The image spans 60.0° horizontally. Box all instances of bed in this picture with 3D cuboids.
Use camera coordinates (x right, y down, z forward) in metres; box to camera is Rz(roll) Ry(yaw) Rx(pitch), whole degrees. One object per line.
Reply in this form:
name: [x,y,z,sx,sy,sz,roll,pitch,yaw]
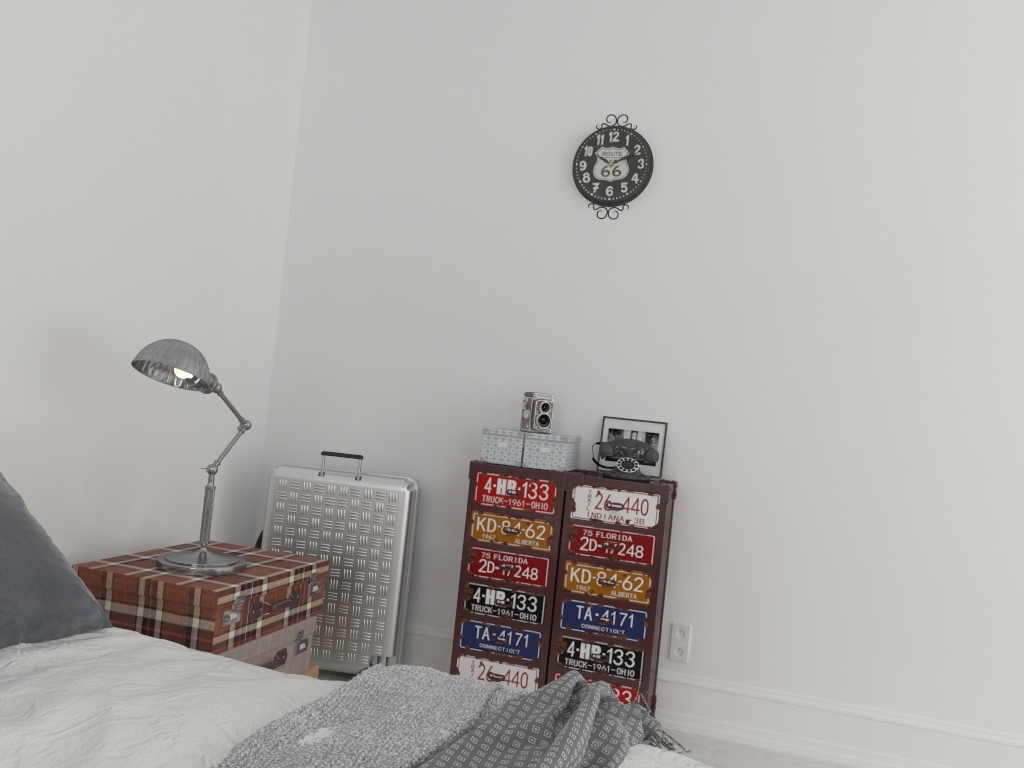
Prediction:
bed: [-0.702,0.656,1.106,2.473,0.926,2.217,5,-1,17]

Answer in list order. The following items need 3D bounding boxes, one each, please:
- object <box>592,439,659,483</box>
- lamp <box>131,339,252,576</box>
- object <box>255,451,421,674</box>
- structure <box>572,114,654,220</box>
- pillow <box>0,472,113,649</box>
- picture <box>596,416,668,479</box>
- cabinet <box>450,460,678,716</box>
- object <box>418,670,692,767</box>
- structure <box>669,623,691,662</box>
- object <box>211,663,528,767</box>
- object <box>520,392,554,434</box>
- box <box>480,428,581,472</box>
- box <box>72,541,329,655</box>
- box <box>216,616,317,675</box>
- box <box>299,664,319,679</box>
object: [0.423,0.282,3.336,0.181,0.155,0.216,7,-2,-44]
lamp: [-0.967,0.225,2.720,0.269,0.699,0.488,5,-1,17]
object: [-0.730,0.724,3.604,0.647,0.902,0.208,6,-1,7]
structure: [0.398,-0.873,3.541,0.330,0.427,0.043,5,-1,17]
pillow: [-1.237,0.375,1.754,0.405,0.339,0.842,5,-1,17]
picture: [0.468,0.246,3.461,0.254,0.218,0.037,5,-1,17]
cabinet: [0.189,0.797,3.367,0.762,0.942,0.281,5,-1,17]
object: [-0.086,0.726,0.929,0.536,0.377,2.154,5,-1,19]
structure: [0.640,0.987,3.384,0.070,0.140,0.009,5,-1,17]
object: [-0.457,0.795,1.014,0.521,0.500,2.236,5,-1,20]
object: [0.107,0.112,3.440,0.121,0.157,0.117,6,-1,-24]
box: [0.075,0.253,3.437,0.332,0.131,0.242,5,-1,17]
box: [-0.974,0.672,2.874,0.537,0.185,0.647,5,-1,17]
box: [-1.004,0.853,2.814,0.537,0.185,0.647,5,-1,17]
box: [-1.007,1.039,2.864,0.537,0.185,0.647,5,-1,17]
